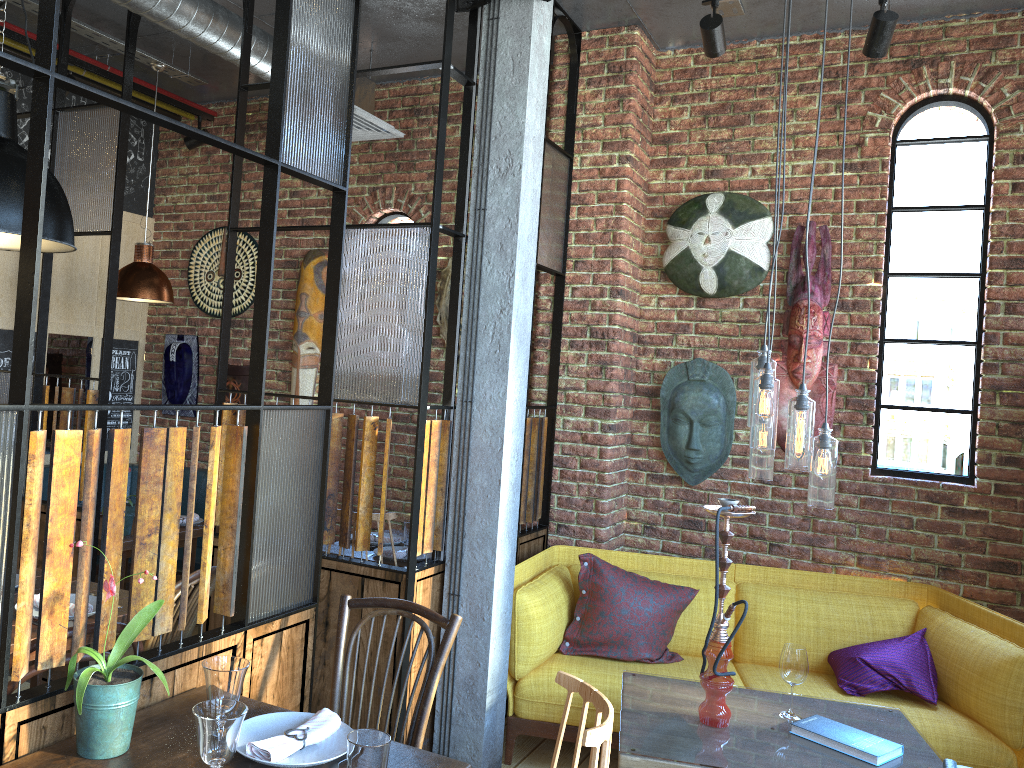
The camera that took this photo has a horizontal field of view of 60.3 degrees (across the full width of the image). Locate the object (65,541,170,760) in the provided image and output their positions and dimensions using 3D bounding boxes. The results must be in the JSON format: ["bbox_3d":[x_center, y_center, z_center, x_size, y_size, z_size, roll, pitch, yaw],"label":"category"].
[{"bbox_3d":[-0.817,0.541,1.826,0.200,0.427,0.145,4,-1,-30],"label":"object"}]

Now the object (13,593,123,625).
[{"bbox_3d":[-1.396,0.687,2.763,0.281,0.051,0.311,4,0,29],"label":"object"}]

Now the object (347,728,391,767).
[{"bbox_3d":[-0.275,0.730,1.673,0.086,0.119,0.082,4,-1,15],"label":"object"}]

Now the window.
[{"bbox_3d":[1.554,-0.370,1.513,3.391,2.430,8.650,4,0,-10],"label":"window"}]

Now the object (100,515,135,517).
[{"bbox_3d":[-2.277,0.745,5.178,0.315,0.051,0.278,4,0,-21],"label":"object"}]

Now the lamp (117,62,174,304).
[{"bbox_3d":[-2.046,-1.134,4.969,0.379,1.335,0.357,3,-1,18],"label":"lamp"}]

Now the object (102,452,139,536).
[{"bbox_3d":[-2.032,0.575,4.604,0.148,0.427,0.200,4,-1,3],"label":"object"}]

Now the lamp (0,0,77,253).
[{"bbox_3d":[-1.565,-1.100,2.696,0.554,1.326,0.504,3,-1,38],"label":"lamp"}]

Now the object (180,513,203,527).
[{"bbox_3d":[-1.914,0.770,5.036,0.338,0.051,0.258,4,0,29],"label":"object"}]

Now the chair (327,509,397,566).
[{"bbox_3d":[-0.605,0.992,3.589,0.548,1.006,0.441,4,-1,13],"label":"chair"}]

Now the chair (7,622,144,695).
[{"bbox_3d":[-1.214,0.992,2.179,0.576,0.921,0.417,3,-1,43],"label":"chair"}]

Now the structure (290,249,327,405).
[{"bbox_3d":[-1.298,-0.296,5.530,0.241,1.120,0.090,3,-1,27],"label":"structure"}]

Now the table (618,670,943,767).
[{"bbox_3d":[0.803,1.334,2.766,0.954,0.508,0.735,4,0,11],"label":"table"}]

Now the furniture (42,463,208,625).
[{"bbox_3d":[-2.318,0.959,5.222,1.500,0.822,1.434,4,0,26],"label":"furniture"}]

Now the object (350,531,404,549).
[{"bbox_3d":[-0.655,0.732,4.202,0.281,0.051,0.311,4,0,29],"label":"object"}]

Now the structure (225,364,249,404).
[{"bbox_3d":[-1.817,0.200,5.763,0.270,0.655,0.154,3,-1,26],"label":"structure"}]

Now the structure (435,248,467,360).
[{"bbox_3d":[-0.187,-0.438,4.968,0.612,0.727,0.122,4,-1,27],"label":"structure"}]

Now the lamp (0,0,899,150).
[{"bbox_3d":[-2.511,-1.688,2.284,6.511,0.274,6.947,4,0,25],"label":"lamp"}]

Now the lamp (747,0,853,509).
[{"bbox_3d":[0.836,-0.683,2.915,0.275,2.120,0.526,5,-1,-40],"label":"lamp"}]

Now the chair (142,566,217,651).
[{"bbox_3d":[-1.207,0.991,2.673,0.532,0.915,0.397,4,-1,11],"label":"chair"}]

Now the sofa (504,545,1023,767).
[{"bbox_3d":[0.965,1.214,3.719,2.033,0.763,0.775,4,0,12],"label":"sofa"}]

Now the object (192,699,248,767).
[{"bbox_3d":[-0.529,0.678,1.578,0.096,0.192,0.101,4,-1,-17],"label":"object"}]

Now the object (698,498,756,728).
[{"bbox_3d":[0.650,0.717,2.743,0.174,0.704,0.253,4,-1,16],"label":"object"}]

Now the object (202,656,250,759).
[{"bbox_3d":[-0.598,0.673,1.821,0.099,0.192,0.098,4,-1,1],"label":"object"}]

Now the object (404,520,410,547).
[{"bbox_3d":[-0.473,0.710,4.163,0.081,0.119,0.088,4,-1,-33],"label":"object"}]

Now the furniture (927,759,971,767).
[{"bbox_3d":[0.971,1.194,0.381,1.419,0.822,2.511,4,0,25],"label":"furniture"}]

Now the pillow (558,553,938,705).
[{"bbox_3d":[0.978,1.014,3.761,1.533,0.453,0.390,4,0,15],"label":"pillow"}]

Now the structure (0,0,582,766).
[{"bbox_3d":[-3.089,-0.335,2.199,6.140,3.327,5.746,4,0,9],"label":"structure"}]

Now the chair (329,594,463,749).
[{"bbox_3d":[-0.412,1.046,2.194,0.419,0.915,0.504,4,-1,20],"label":"chair"}]

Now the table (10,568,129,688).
[{"bbox_3d":[-1.696,1.056,2.670,0.756,0.728,0.991,4,0,25],"label":"table"}]

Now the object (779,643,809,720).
[{"bbox_3d":[0.918,0.972,2.883,0.087,0.228,0.094,4,-1,-26],"label":"object"}]

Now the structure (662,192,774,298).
[{"bbox_3d":[1.009,-0.689,4.362,0.552,0.521,0.141,4,-1,27],"label":"structure"}]

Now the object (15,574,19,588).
[{"bbox_3d":[-1.788,0.661,2.950,0.281,0.051,0.311,4,0,29],"label":"object"}]

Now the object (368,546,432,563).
[{"bbox_3d":[-0.464,0.746,3.894,0.338,0.051,0.258,4,0,29],"label":"object"}]

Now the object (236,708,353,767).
[{"bbox_3d":[-0.483,0.751,1.894,0.338,0.051,0.258,4,0,29],"label":"object"}]

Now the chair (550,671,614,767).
[{"bbox_3d":[-0.072,1.034,1.513,0.450,1.006,0.537,4,-1,-3],"label":"chair"}]

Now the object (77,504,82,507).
[{"bbox_3d":[-2.304,0.710,4.751,0.084,0.119,0.085,4,-1,-6],"label":"object"}]

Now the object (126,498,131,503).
[{"bbox_3d":[-2.216,0.715,5.011,0.084,0.119,0.085,4,-1,-6],"label":"object"}]

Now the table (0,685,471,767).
[{"bbox_3d":[-0.600,1.133,1.709,0.780,0.727,0.721,4,0,26],"label":"table"}]

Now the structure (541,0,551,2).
[{"bbox_3d":[0.115,-1.555,3.220,0.160,0.268,0.191,4,-1,-24],"label":"structure"}]

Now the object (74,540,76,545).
[{"bbox_3d":[-1.486,0.610,2.882,0.094,0.192,0.103,4,-1,-40],"label":"object"}]

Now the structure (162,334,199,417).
[{"bbox_3d":[-2.291,-0.061,6.033,0.337,0.559,0.110,3,-1,27],"label":"structure"}]

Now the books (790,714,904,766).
[{"bbox_3d":[1.014,1.080,2.682,0.153,0.028,0.286,4,0,-41],"label":"books"}]

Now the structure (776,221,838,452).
[{"bbox_3d":[1.400,-0.189,4.193,0.220,1.146,0.233,4,-1,-19],"label":"structure"}]

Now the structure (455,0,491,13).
[{"bbox_3d":[-0.163,-1.575,3.366,0.184,0.268,0.165,4,-1,-1],"label":"structure"}]

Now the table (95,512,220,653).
[{"bbox_3d":[-2.183,1.080,4.906,0.773,0.603,0.715,4,0,26],"label":"table"}]

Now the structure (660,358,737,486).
[{"bbox_3d":[0.909,0.189,4.366,0.382,0.640,0.100,3,-1,28],"label":"structure"}]

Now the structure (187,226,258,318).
[{"bbox_3d":[-1.932,-0.748,5.896,0.687,0.619,0.076,4,-1,25],"label":"structure"}]

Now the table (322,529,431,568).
[{"bbox_3d":[-0.458,1.136,4.118,0.780,0.727,0.721,4,0,26],"label":"table"}]
